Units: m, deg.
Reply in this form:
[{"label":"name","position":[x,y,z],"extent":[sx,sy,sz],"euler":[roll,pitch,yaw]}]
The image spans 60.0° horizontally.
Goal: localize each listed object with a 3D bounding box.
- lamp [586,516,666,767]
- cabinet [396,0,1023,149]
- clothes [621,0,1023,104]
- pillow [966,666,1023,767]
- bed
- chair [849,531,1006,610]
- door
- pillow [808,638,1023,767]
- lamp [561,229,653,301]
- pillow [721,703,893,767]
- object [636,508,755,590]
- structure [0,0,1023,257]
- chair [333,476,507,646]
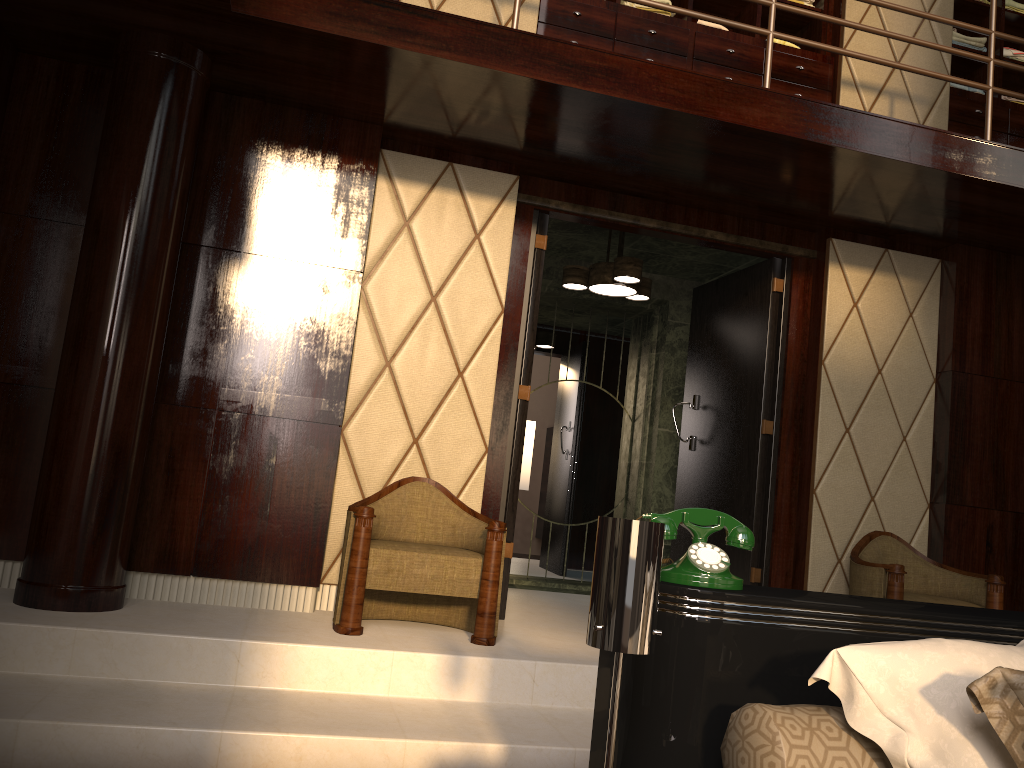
[{"label":"lamp","position":[0.149,0.383,1.243],"extent":[0.106,0.385,0.109],"euler":[7,-8,-6]},{"label":"cabinet","position":[1.023,-2.184,3.664],"extent":[6.767,2.432,2.576],"euler":[8,-8,-13]},{"label":"clothes","position":[0.438,-2.204,4.270],"extent":[4.996,0.954,0.818],"euler":[9,-8,-20]},{"label":"pillow","position":[1.114,0.544,1.092],"extent":[1.123,0.271,0.293],"euler":[8,-8,-12]},{"label":"bed","position":[1.177,0.650,0.595],"extent":[1.985,0.660,2.381],"euler":[8,-8,-13]},{"label":"chair","position":[1.666,0.901,3.680],"extent":[0.571,0.550,0.462],"euler":[8,-8,-13]},{"label":"door","position":[0.454,0.225,4.330],"extent":[1.435,1.820,0.828],"euler":[8,-8,-14]},{"label":"pillow","position":[1.086,0.519,1.114],"extent":[1.322,0.320,0.685],"euler":[8,-8,-11]},{"label":"lamp","position":[0.510,-0.676,4.806],"extent":[0.467,0.347,0.515],"euler":[4,-8,17]},{"label":"pillow","position":[0.993,0.628,1.405],"extent":[1.396,0.167,0.173],"euler":[8,-8,-13]},{"label":"object","position":[0.320,0.282,1.552],"extent":[0.178,0.131,0.158],"euler":[0,-10,39]},{"label":"structure","position":[1.108,-0.426,2.186],"extent":[6.107,3.189,3.750],"euler":[8,-8,-13]},{"label":"chair","position":[-0.335,0.612,3.223],"extent":[0.571,0.550,0.462],"euler":[8,-8,-13]}]
